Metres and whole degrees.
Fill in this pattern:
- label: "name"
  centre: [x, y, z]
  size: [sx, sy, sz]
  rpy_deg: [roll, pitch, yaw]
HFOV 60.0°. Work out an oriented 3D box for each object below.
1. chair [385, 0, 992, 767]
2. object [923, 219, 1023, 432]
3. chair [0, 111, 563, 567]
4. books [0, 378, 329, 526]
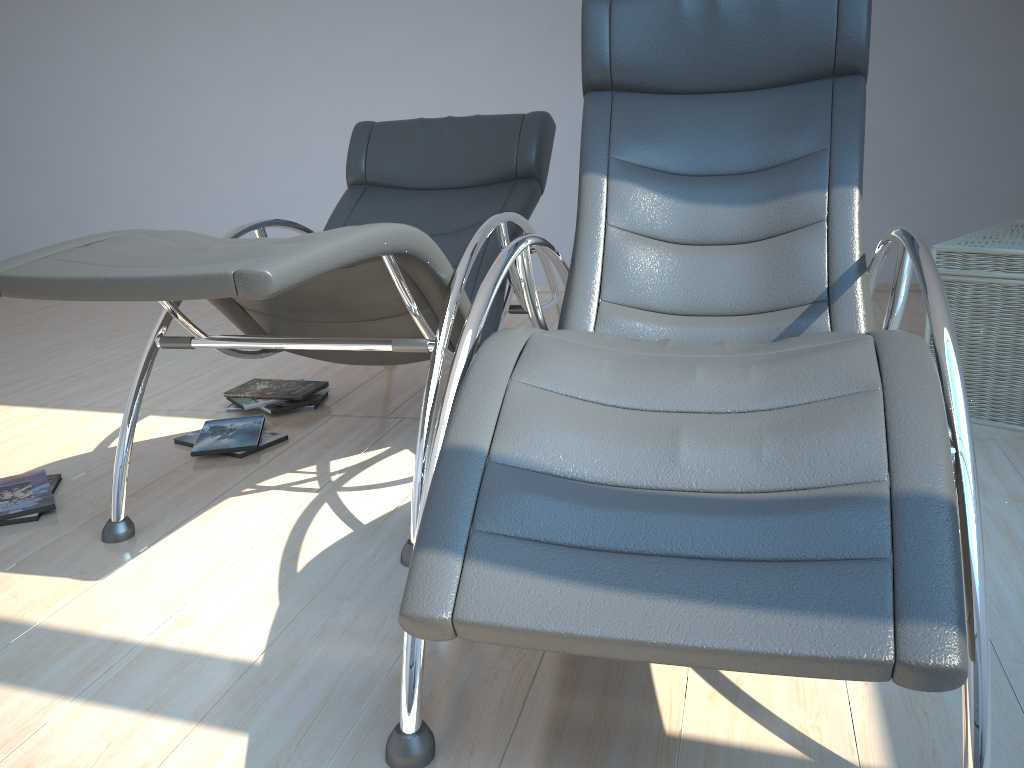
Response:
- label: "chair"
  centre: [0.386, -0.259, 1.787]
  size: [0.836, 1.251, 1.938]
  rpy_deg: [1, 16, 15]
- label: "object"
  centre: [1.740, -0.180, 2.628]
  size: [0.745, 0.518, 0.744]
  rpy_deg: [12, 22, 43]
- label: "chair"
  centre: [-0.419, -0.279, 2.550]
  size: [0.836, 0.953, 2.114]
  rpy_deg: [1, 16, 15]
- label: "books"
  centre: [-0.469, 0.546, 0.988]
  size: [1.045, 0.222, 4.790]
  rpy_deg: [-8, 16, -17]
